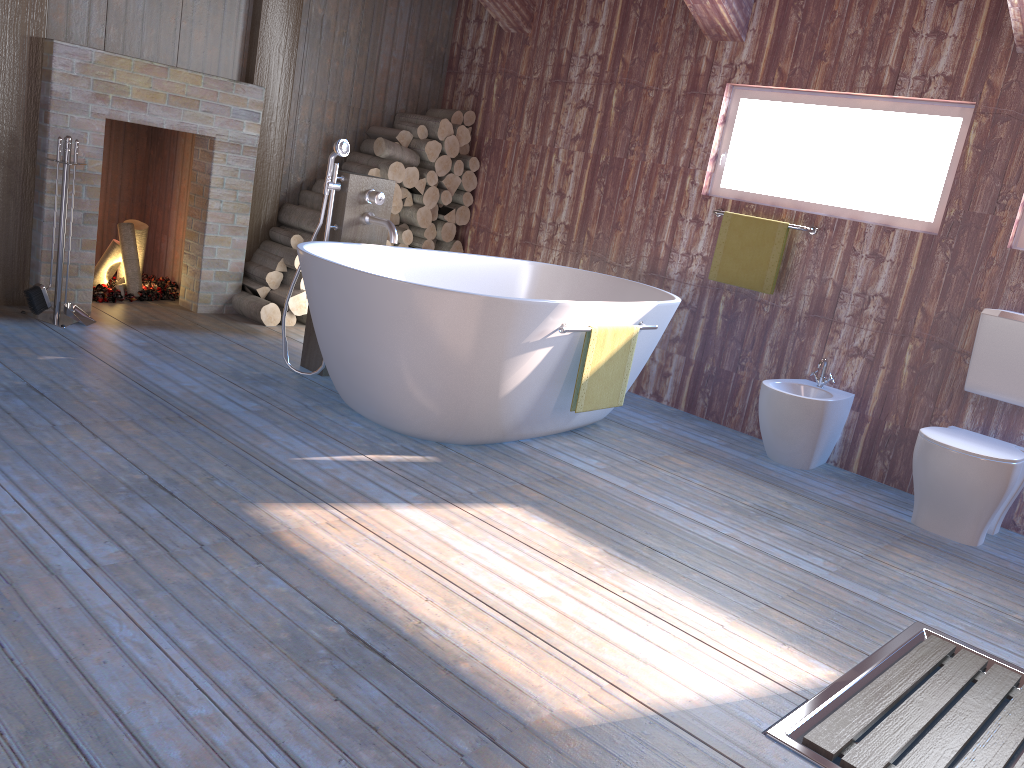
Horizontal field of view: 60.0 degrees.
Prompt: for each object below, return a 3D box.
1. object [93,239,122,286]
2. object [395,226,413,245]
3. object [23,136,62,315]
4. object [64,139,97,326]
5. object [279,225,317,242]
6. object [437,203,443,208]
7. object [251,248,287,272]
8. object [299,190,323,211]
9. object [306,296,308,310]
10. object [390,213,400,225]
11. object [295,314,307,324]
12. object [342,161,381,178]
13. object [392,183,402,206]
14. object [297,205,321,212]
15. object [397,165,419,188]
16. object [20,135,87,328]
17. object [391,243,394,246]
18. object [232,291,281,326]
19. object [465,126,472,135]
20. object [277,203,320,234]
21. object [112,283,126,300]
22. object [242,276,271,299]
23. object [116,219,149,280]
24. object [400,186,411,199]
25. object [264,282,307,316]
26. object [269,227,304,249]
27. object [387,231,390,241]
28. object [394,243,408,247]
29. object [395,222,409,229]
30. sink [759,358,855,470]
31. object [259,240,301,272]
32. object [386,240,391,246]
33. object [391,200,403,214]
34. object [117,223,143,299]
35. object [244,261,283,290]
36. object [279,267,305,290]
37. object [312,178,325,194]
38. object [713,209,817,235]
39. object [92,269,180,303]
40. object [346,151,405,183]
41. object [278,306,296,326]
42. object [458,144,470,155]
[{"bbox_3d":[-2.376,-0.701,5.219,0.221,0.306,0.121,6,14,-21],"label":"object"},{"bbox_3d":[-0.826,-0.996,5.777,0.437,0.100,0.098,21,17,38],"label":"object"},{"bbox_3d":[-2.202,-0.738,4.166,0.062,0.846,0.136,16,14,22],"label":"object"},{"bbox_3d":[-2.097,-0.730,4.269,0.206,0.871,0.126,9,13,-6],"label":"object"},{"bbox_3d":[-1.247,-0.858,5.365,0.437,0.133,0.137,21,17,38],"label":"object"},{"bbox_3d":[-0.533,-1.238,5.983,0.177,0.069,0.067,22,17,40],"label":"object"},{"bbox_3d":[-1.448,-0.743,5.286,0.280,0.091,0.085,21,17,39],"label":"object"},{"bbox_3d":[-1.189,-1.123,5.485,0.302,0.113,0.108,22,17,40],"label":"object"},{"bbox_3d":[-1.347,-0.532,5.384,0.437,0.100,0.098,21,17,38],"label":"object"},{"bbox_3d":[-0.876,-1.117,5.824,0.321,0.127,0.104,22,17,40],"label":"object"},{"bbox_3d":[0.040,-1.238,2.868,0.258,3.264,5.569,4,15,-28],"label":"object"},{"bbox_3d":[-0.938,-1.315,5.523,0.282,0.112,0.106,22,17,41],"label":"object"},{"bbox_3d":[-0.890,-1.230,5.599,0.437,0.143,0.141,21,17,38],"label":"object"},{"bbox_3d":[-1.230,-1.042,5.472,0.280,0.093,0.099,22,17,41],"label":"object"},{"bbox_3d":[-0.786,-1.356,5.669,0.440,0.147,0.138,22,17,40],"label":"object"},{"bbox_3d":[-2.193,-0.747,4.253,0.276,0.888,0.333,9,13,-7],"label":"object"},{"bbox_3d":[-0.890,-0.917,5.746,0.279,0.089,0.086,21,16,38],"label":"object"},{"bbox_3d":[-1.538,-0.456,5.200,0.437,0.143,0.141,21,17,38],"label":"object"},{"bbox_3d":[-0.403,-1.722,6.015,0.281,0.100,0.081,22,17,40],"label":"object"},{"bbox_3d":[-1.228,-0.987,5.347,0.455,0.137,0.139,21,17,38],"label":"object"},{"bbox_3d":[-2.251,-0.556,5.178,0.085,0.084,0.278,10,13,-3],"label":"object"},{"bbox_3d":[-1.547,-0.570,5.260,0.280,0.093,0.099,22,17,41],"label":"object"},{"bbox_3d":[-2.303,-0.766,5.370,0.140,0.459,0.266,3,15,-31],"label":"object"},{"bbox_3d":[-0.774,-1.250,5.722,0.280,0.092,0.088,22,17,41],"label":"object"},{"bbox_3d":[-1.412,-0.540,5.289,0.483,0.159,0.150,21,17,39],"label":"object"},{"bbox_3d":[-1.352,-0.873,5.324,0.242,0.103,0.101,22,17,41],"label":"object"},{"bbox_3d":[-0.899,-0.989,5.705,0.303,0.120,0.114,22,17,41],"label":"object"},{"bbox_3d":[-0.820,-0.907,5.831,0.301,0.113,0.111,21,17,38],"label":"object"},{"bbox_3d":[-0.820,-1.039,5.921,0.289,0.118,0.116,21,16,37],"label":"object"},{"bbox_3d":[1.362,0.133,4.186,0.335,0.517,0.515,22,17,40],"label":"sink"},{"bbox_3d":[-1.353,-0.765,5.283,0.370,0.120,0.117,21,17,38],"label":"object"},{"bbox_3d":[-0.948,-0.913,5.673,0.437,0.100,0.098,21,17,38],"label":"object"},{"bbox_3d":[-0.834,-1.172,5.684,0.291,0.123,0.115,22,17,41],"label":"object"},{"bbox_3d":[-2.210,-0.710,5.141,0.283,0.434,0.098,21,17,38],"label":"object"},{"bbox_3d":[-1.495,-0.654,5.280,0.303,0.120,0.114,22,17,41],"label":"object"},{"bbox_3d":[-1.347,-0.643,5.343,0.437,0.133,0.137,21,17,38],"label":"object"},{"bbox_3d":[-1.092,-1.187,5.458,0.301,0.113,0.114,21,16,37],"label":"object"},{"bbox_3d":[1.264,-0.831,4.512,0.581,0.043,0.091,22,17,40],"label":"object"},{"bbox_3d":[-2.464,-0.631,5.392,0.935,0.085,0.829,16,14,23],"label":"object"},{"bbox_3d":[-0.861,-1.364,5.581,0.439,0.145,0.135,22,17,40],"label":"object"},{"bbox_3d":[-1.457,-0.439,5.298,0.437,0.100,0.098,21,17,38],"label":"object"},{"bbox_3d":[-0.415,-1.625,6.020,0.269,0.115,0.107,22,17,41],"label":"object"}]
